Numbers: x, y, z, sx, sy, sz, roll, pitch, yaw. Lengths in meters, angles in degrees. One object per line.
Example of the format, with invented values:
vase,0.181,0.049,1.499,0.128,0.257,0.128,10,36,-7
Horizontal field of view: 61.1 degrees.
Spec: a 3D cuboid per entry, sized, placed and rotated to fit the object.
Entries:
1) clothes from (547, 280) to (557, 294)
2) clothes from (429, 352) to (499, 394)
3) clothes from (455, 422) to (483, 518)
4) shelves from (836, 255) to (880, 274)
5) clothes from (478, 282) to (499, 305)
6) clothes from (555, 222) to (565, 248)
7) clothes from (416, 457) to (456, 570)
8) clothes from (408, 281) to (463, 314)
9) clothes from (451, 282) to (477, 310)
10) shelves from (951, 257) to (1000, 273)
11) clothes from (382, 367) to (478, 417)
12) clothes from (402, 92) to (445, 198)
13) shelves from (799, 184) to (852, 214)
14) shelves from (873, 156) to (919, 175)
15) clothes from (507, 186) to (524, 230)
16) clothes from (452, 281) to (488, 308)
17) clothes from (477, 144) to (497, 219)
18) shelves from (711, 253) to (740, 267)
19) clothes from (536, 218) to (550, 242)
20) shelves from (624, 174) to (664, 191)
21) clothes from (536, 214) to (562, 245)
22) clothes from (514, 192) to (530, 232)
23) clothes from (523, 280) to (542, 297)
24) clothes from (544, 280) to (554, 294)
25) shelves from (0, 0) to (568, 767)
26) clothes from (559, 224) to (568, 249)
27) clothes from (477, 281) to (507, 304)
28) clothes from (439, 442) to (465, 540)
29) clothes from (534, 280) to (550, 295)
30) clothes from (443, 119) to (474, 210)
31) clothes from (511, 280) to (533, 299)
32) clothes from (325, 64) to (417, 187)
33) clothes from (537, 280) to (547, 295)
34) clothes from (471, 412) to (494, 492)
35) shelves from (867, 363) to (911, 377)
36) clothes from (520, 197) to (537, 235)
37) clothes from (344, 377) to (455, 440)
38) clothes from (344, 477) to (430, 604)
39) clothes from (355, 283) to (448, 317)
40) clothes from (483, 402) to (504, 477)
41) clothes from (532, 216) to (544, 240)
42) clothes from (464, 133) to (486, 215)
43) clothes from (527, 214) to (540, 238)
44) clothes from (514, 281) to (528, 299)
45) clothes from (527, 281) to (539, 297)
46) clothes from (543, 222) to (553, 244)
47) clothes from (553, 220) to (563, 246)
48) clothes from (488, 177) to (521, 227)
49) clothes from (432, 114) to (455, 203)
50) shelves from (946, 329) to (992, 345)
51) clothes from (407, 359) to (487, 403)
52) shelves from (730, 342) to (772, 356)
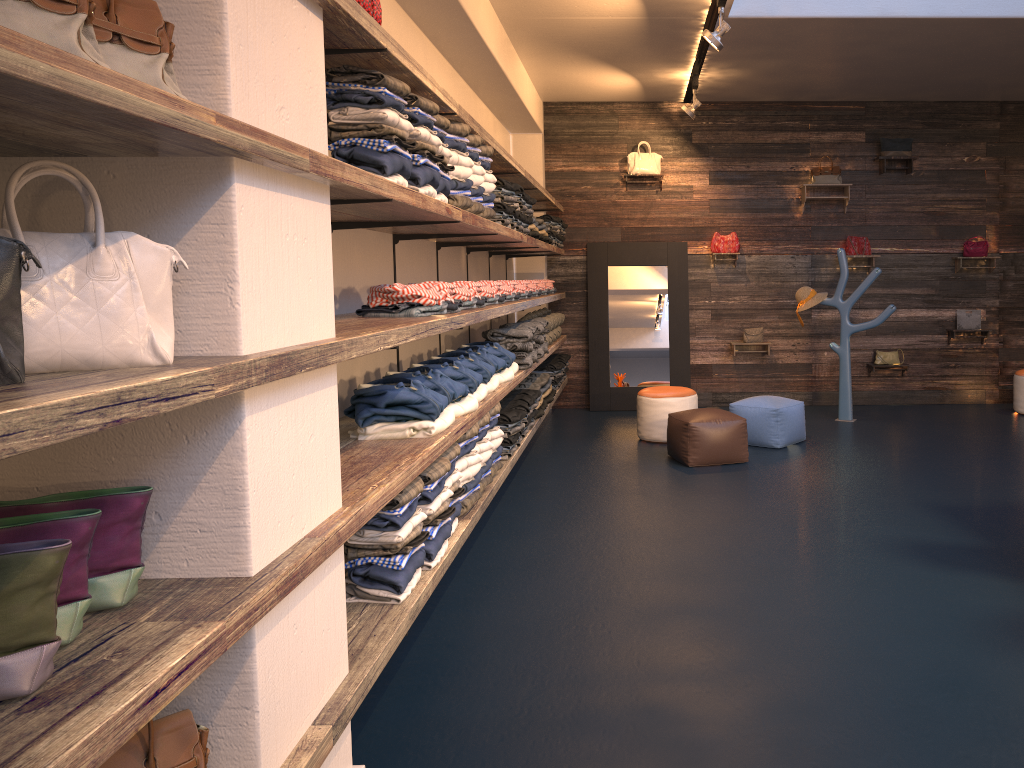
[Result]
clothes,0.318,-1.042,9.310,0.322,0.154,0.351,-1,6,-1
clothes,-0.311,-0.060,4.929,0.423,0.239,0.432,0,6,3
clothes,-0.307,0.400,4.196,0.258,0.454,0.348,0,5,17
shelves,3.973,-1.369,9.969,0.452,0.210,0.246,0,5,1
clothes,-0.269,-0.548,5.309,0.332,0.158,0.338,2,7,24
clothes,0.373,-1.580,9.143,0.351,0.298,0.309,0,5,3
clothes,-0.388,0.503,3.493,0.248,0.409,0.328,0,5,11
clothes,-0.406,-0.417,4.181,0.322,0.154,0.351,-1,6,-1
clothes,-0.374,-0.457,4.568,0.332,0.158,0.338,2,7,24
shelves,5.357,-1.373,10.030,0.495,0.184,0.202,-1,5,0
clothes,-0.426,0.039,4.116,0.404,0.239,0.451,1,6,19
clothes,-0.429,-0.933,3.412,0.248,0.409,0.328,0,5,11
shelves,3.582,-2.112,9.917,0.559,0.315,0.246,-1,5,0
shelves,4.386,-2.495,9.920,0.452,0.178,0.246,0,6,1
clothes,-0.106,-1.165,5.743,0.375,0.298,0.315,-1,5,-8
clothes,-0.304,-0.505,4.902,0.322,0.154,0.351,-1,6,-1
clothes,-0.250,-1.120,4.805,0.258,0.454,0.348,0,5,17
shelves,2.441,-1.416,9.925,0.304,0.156,0.247,0,6,2
clothes,0.107,-1.382,7.710,0.403,0.250,0.360,1,6,13
shelves,1.498,-2.286,9.853,0.452,0.156,0.246,0,6,1
clothes,0.292,-1.500,8.489,0.366,0.298,0.332,0,5,6
clothes,-0.061,-1.205,6.070,0.351,0.298,0.309,0,5,3
clothes,0.109,-0.861,7.826,0.322,0.154,0.351,-1,6,-1
clothes,0.248,-0.995,8.975,0.332,0.158,0.338,2,7,24
shelves,3.150,0.094,1.593,8.583,2.218,17.035,0,7,6
clothes,0.419,-1.620,9.471,0.344,0.298,0.315,0,5,10
clothes,-0.199,-0.595,5.644,0.322,0.154,0.351,-1,6,-1
clothes,-0.368,0.463,3.823,0.248,0.409,0.328,0,5,11
clothes,0.216,-0.954,8.588,0.322,0.154,0.351,-1,6,-1
clothes,-0.348,-1.036,4.116,0.258,0.454,0.348,0,5,17
clothes,0.007,-0.773,7.105,0.322,0.154,0.351,-1,6,-1
clothes,-0.504,-0.891,3.063,0.248,0.409,0.328,0,5,11
clothes,0.146,-0.907,8.254,0.332,0.158,0.338,2,7,24
clothes,-0.261,0.361,4.524,0.258,0.454,0.348,0,5,17
shelves,4.360,-0.151,10.048,0.452,0.156,0.246,0,6,1
clothes,-0.015,-1.245,6.399,0.344,0.298,0.315,0,5,10
clothes,-0.488,0.093,3.672,0.423,0.239,0.432,0,6,3
clothes,-0.463,0.546,3.143,0.248,0.409,0.328,0,5,11
clothes,-0.476,-0.369,3.846,0.332,0.158,0.338,2,7,24
clothes,-0.210,0.316,4.886,0.258,0.454,0.348,0,5,17
clothes,0.050,-1.331,7.292,0.417,0.250,0.348,-1,6,1
clothes,-0.301,-1.076,4.443,0.258,0.454,0.348,0,5,17
clothes,-0.008,-1.283,6.896,0.403,0.250,0.360,1,6,13
clothes,-0.063,-0.726,6.770,0.332,0.158,0.338,2,7,24
clothes,0.039,-0.814,7.492,0.332,0.158,0.338,2,7,24
clothes,0.165,-1.431,8.106,0.417,0.250,0.348,-1,6,1
clothes,0.327,-1.540,8.816,0.375,0.298,0.315,-1,5,-8
clothes,-0.142,-1.125,5.416,0.366,0.298,0.332,0,5,6
clothes,-0.408,-0.973,3.742,0.248,0.409,0.328,0,5,11
shelves,5.288,-0.540,10.054,0.452,0.183,0.246,0,6,1
clothes,-0.369,-0.010,4.518,0.423,0.239,0.432,0,6,3
shelves,2.745,-0.406,9.991,0.452,0.143,0.246,0,6,1
